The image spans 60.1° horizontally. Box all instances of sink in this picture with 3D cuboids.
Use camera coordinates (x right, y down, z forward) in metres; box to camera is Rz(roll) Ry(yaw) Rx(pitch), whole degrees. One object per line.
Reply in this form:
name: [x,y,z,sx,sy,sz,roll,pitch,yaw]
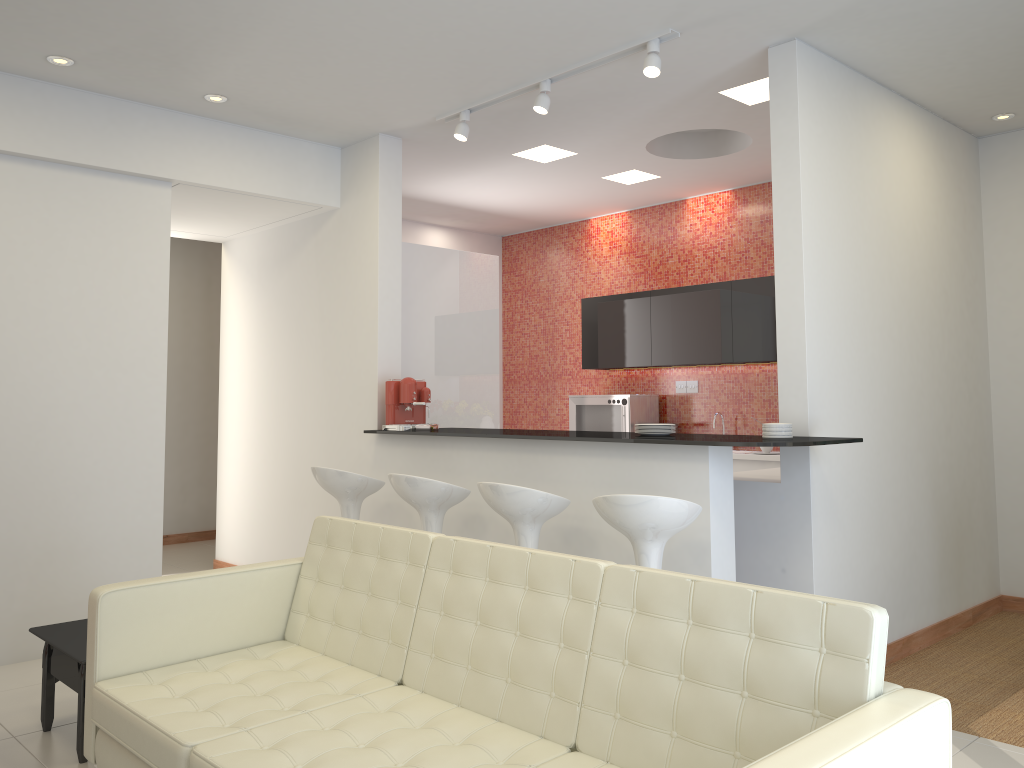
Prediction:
sink: [1.665,0.501,7.253,0.416,0.540,0.806,3,-4,-43]

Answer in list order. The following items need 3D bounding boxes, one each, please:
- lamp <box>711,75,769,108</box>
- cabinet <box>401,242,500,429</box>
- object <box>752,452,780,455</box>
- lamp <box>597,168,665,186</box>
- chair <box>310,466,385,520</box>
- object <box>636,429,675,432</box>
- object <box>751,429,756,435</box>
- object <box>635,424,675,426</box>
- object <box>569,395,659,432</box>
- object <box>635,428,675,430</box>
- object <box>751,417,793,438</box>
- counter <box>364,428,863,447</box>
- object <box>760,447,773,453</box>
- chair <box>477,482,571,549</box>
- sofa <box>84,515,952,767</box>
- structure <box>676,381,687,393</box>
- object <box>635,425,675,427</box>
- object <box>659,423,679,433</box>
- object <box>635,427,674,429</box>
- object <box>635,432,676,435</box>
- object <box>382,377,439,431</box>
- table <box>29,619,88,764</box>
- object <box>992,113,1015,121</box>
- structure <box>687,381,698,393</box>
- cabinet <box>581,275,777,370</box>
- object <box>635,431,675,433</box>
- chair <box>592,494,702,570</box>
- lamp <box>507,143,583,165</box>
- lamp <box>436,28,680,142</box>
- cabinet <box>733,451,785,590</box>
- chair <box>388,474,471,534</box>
lamp: [1.455,-1.733,5.203,0.408,0.035,0.408,1,-2,-43]
cabinet: [-1.040,0.282,6.997,1.055,2.535,1.633,4,-5,-43]
object: [1.951,0.531,6.781,0.218,0.014,0.218,0,-1,-3]
lamp: [0.965,-1.688,7.166,0.408,0.035,0.408,1,-2,-43]
chair: [-0.979,0.999,5.325,0.464,1.026,0.455,2,-5,-32]
object: [0.747,0.246,4.623,0.210,0.015,0.209,0,-1,1]
object: [1.913,0.439,6.841,0.011,0.178,0.164,2,-4,-30]
object: [0.747,0.218,4.625,0.210,0.015,0.209,0,-1,1]
object: [0.908,0.336,8.013,0.435,0.473,0.721,3,-4,-43]
object: [0.747,0.239,4.624,0.210,0.015,0.209,0,-1,1]
object: [1.249,0.205,4.224,0.173,0.098,0.140,-2,-3,39]
counter: [0.328,0.283,4.888,0.734,0.019,2.959,1,-2,-43]
object: [1.951,0.492,6.784,0.121,0.084,0.120,1,-3,-23]
chair: [0.069,0.970,4.220,0.464,1.026,0.455,2,-5,-32]
sofa: [-0.273,0.975,2.508,0.999,0.926,2.560,2,-3,-43]
structure: [1.493,0.027,7.814,0.013,0.105,0.114,4,-5,-43]
object: [0.747,0.225,4.625,0.210,0.015,0.209,0,-1,1]
object: [1.383,0.453,7.772,0.172,0.216,0.171,1,-4,-25]
object: [0.747,0.232,4.624,0.210,0.015,0.209,0,-1,1]
object: [0.747,0.260,4.622,0.210,0.015,0.209,0,-1,1]
object: [-0.603,0.126,5.634,0.320,0.338,0.320,2,-4,-43]
table: [-1.531,1.268,3.892,0.915,0.424,0.699,1,-3,-43]
object: [3.152,-1.713,5.680,0.129,0.010,0.129,0,-1,2]
structure: [1.576,0.025,7.730,0.008,0.105,0.114,4,-5,-43]
cabinet: [1.886,-0.497,7.190,0.351,0.662,3.236,3,-3,-43]
object: [0.747,0.253,4.622,0.210,0.015,0.209,0,-1,1]
chair: [0.574,0.955,3.692,0.456,1.026,0.463,-3,-5,33]
lamp: [0.241,-1.699,6.483,0.408,0.035,0.408,1,-2,-43]
lamp: [0.163,-1.615,4.979,0.112,0.200,1.818,3,-3,-43]
cabinet: [1.092,1.027,6.373,2.491,0.989,3.329,1,-2,-43]
chair: [-0.434,0.984,4.750,0.464,1.026,0.455,2,-5,-32]
